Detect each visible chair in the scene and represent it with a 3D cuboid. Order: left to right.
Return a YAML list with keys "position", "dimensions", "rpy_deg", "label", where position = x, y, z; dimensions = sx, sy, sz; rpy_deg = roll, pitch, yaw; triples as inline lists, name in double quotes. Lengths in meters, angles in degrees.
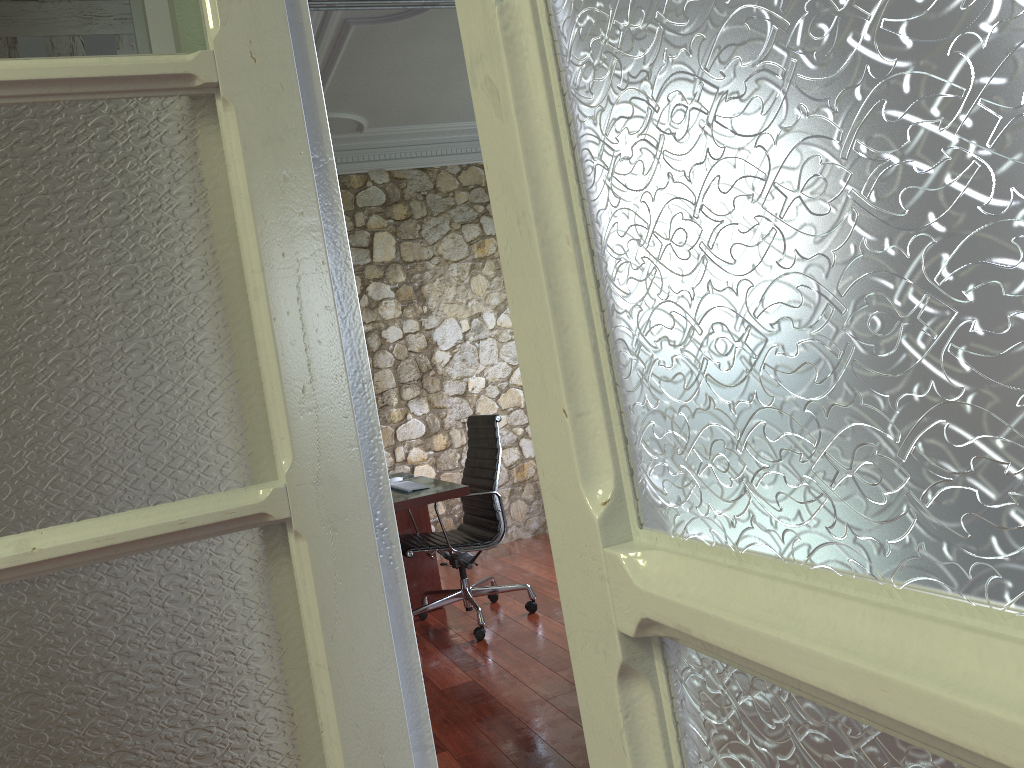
- position: [-0.311, 0.713, 4.520]
  dimensions: [0.701, 1.025, 0.663]
  rpy_deg: [-10, -1, -17]
  label: "chair"

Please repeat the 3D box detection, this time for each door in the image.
- position: [-0.032, 0.161, 0.489]
  dimensions: [1.181, 2.186, 0.484]
  rpy_deg: [-11, -2, 43]
  label: "door"

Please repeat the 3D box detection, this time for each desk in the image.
- position: [-1.522, 1.077, 4.290]
  dimensions: [2.515, 0.729, 1.295]
  rpy_deg: [-10, 1, -21]
  label: "desk"

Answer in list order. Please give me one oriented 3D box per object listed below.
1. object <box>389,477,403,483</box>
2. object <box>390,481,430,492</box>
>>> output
- position: [-0.643, 0.525, 4.823]
  dimensions: [0.058, 0.028, 0.107]
  rpy_deg: [-10, 1, 38]
  label: "object"
- position: [-0.533, 0.519, 4.515]
  dimensions: [0.119, 0.017, 0.437]
  rpy_deg: [-10, 1, -21]
  label: "object"
